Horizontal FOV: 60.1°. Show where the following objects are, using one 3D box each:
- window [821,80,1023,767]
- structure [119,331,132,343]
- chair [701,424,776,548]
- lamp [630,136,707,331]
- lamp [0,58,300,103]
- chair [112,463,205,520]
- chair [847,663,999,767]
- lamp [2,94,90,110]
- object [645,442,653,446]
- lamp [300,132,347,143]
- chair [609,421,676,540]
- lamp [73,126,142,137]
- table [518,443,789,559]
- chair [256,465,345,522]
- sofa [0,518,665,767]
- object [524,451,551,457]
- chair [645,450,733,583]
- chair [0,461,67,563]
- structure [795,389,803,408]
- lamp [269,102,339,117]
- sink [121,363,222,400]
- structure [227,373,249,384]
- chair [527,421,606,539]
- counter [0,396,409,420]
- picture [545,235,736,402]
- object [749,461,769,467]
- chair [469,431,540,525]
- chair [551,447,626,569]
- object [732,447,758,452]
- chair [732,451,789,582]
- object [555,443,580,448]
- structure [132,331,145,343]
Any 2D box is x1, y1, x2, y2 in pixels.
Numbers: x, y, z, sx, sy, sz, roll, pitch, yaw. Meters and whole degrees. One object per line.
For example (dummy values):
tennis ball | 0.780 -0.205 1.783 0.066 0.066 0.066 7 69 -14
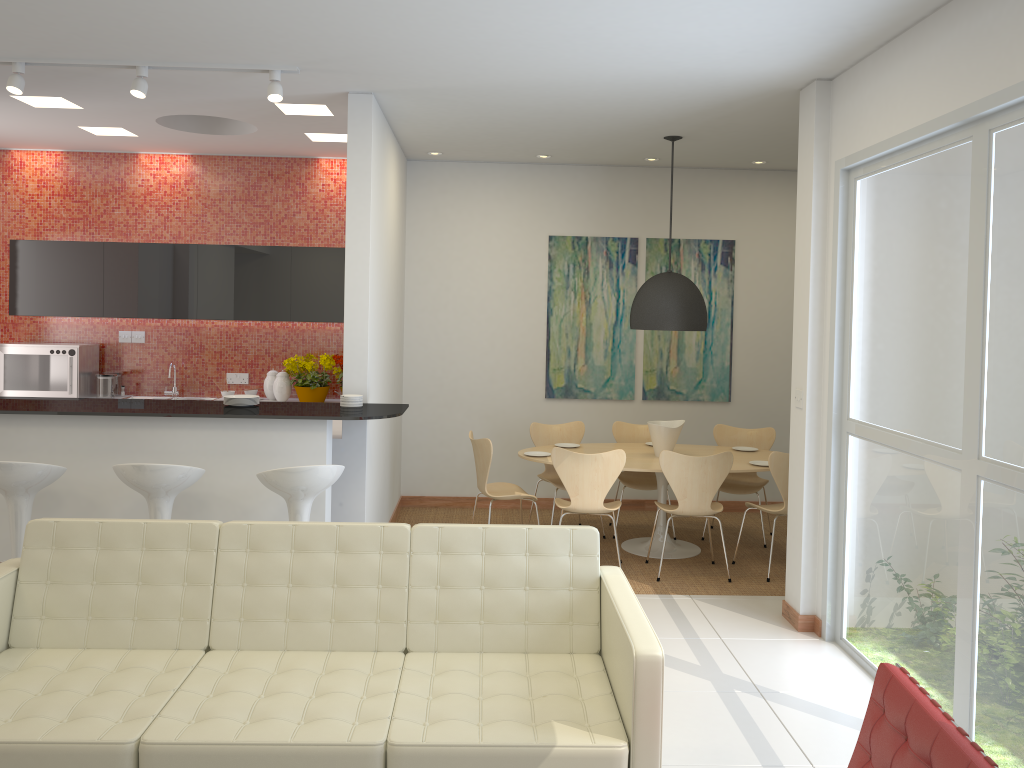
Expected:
window | 1.908 0.238 3.321 0.121 2.709 3.442 1 3 -2
structure | -3.524 -0.430 8.067 0.114 0.104 0.013 1 1 -2
chair | 1.885 0.819 7.330 0.521 0.905 0.516 2 2 22
lamp | 1.231 -1.165 6.871 0.594 1.491 0.595 1 2 0
lamp | -2.145 -1.741 5.072 1.821 0.199 0.112 1 2 -2
chair | -1.863 0.891 4.682 0.457 1.019 0.465 2 2 9
chair | 0.814 1.243 2.297 0.706 0.815 0.701 1 3 3
lamp | -3.212 -1.965 6.124 0.408 0.034 0.409 1 5 -2
object | 1.227 0.509 7.439 0.210 0.015 0.211 3 5 16
lamp | -1.476 -2.012 7.175 0.408 0.034 0.409 1 5 -2
chair | 1.098 0.793 7.427 0.521 0.905 0.517 1 2 2
lamp | -3.243 -2.046 7.120 0.408 0.034 0.409 1 5 -2
table | 1.167 0.922 6.928 2.261 0.728 1.283 1 4 -1
chair | -1.130 0.905 4.708 0.457 1.019 0.465 1 2 -16
sofa | -0.809 1.068 3.290 2.564 0.921 1.003 1 3 -2
object | 0.196 0.540 6.781 0.210 0.015 0.211 3 5 20
chair | 1.253 0.892 6.256 0.521 0.905 0.517 1 2 -2
chair | -2.594 0.877 4.660 0.457 1.019 0.465 2 2 9
structure | 1.691 0.086 5.223 0.013 0.104 0.114 1 3 -2
lamp | -1.445 -1.930 6.180 0.408 0.034 0.409 1 5 -2
sink | -3.032 0.084 7.857 0.808 0.537 0.417 1 3 -2
structure | -2.513 -0.049 8.105 0.198 0.099 0.016 1 1 -2
chair | 0.439 0.788 7.314 0.521 0.905 0.517 0 2 -23
counter | -2.131 0.139 5.271 2.964 0.019 0.738 1 5 -2
picture | 1.188 -0.601 8.204 1.738 1.505 0.020 1 1 -2
object | 1.869 0.594 6.574 0.210 0.015 0.211 -2 6 -37
chair | -0.070 0.828 6.678 0.515 0.905 0.522 1 2 -18
chair | 0.536 0.876 6.261 0.521 0.905 0.516 1 2 6
object | 1.918 0.538 7.280 0.210 0.015 0.211 -1 5 -24
chair | 1.954 0.899 6.365 0.521 0.905 0.517 1 2 -19
object | 0.454 0.507 7.258 0.210 0.015 0.211 3 5 20
structure | -3.406 -0.428 8.074 0.114 0.104 0.008 1 1 -2
